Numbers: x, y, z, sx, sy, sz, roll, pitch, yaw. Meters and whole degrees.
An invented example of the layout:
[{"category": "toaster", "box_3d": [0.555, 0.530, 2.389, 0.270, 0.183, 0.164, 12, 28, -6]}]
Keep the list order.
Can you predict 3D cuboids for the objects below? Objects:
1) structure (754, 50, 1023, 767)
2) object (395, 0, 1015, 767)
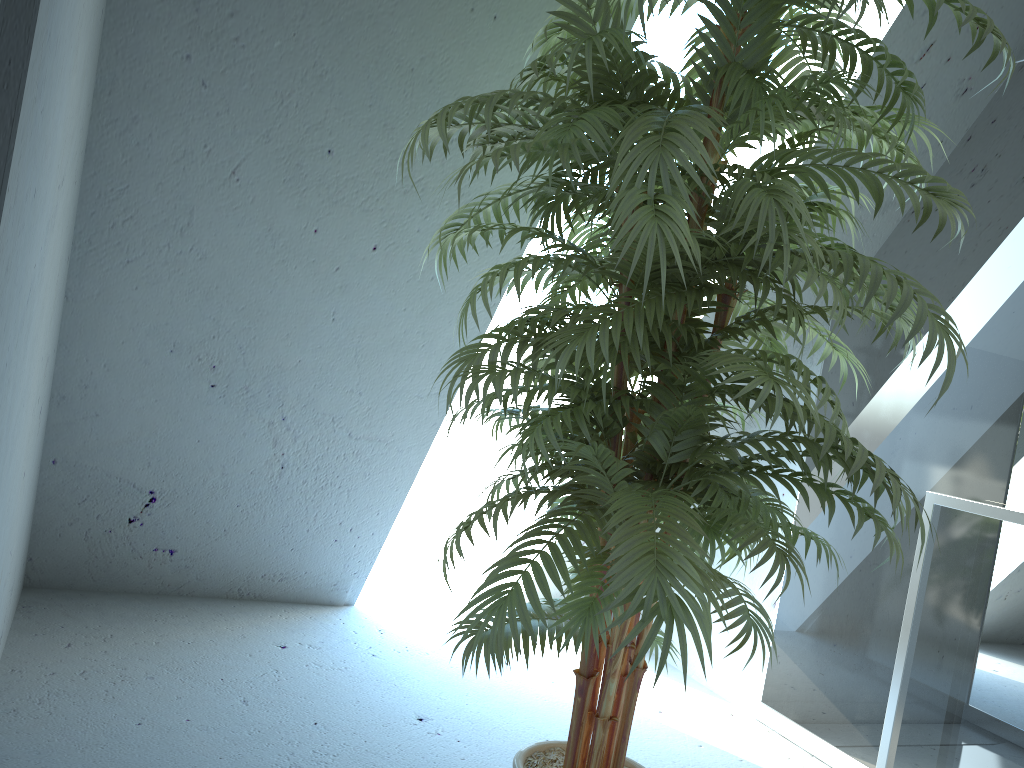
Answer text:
[{"category": "structure", "box_3d": [1.745, 0.201, 2.256, 1.184, 2.114, 1.835, 10, 0, -25]}, {"category": "object", "box_3d": [0.275, -0.025, 1.652, 1.020, 2.034, 0.980, 10, 0, 24]}]
